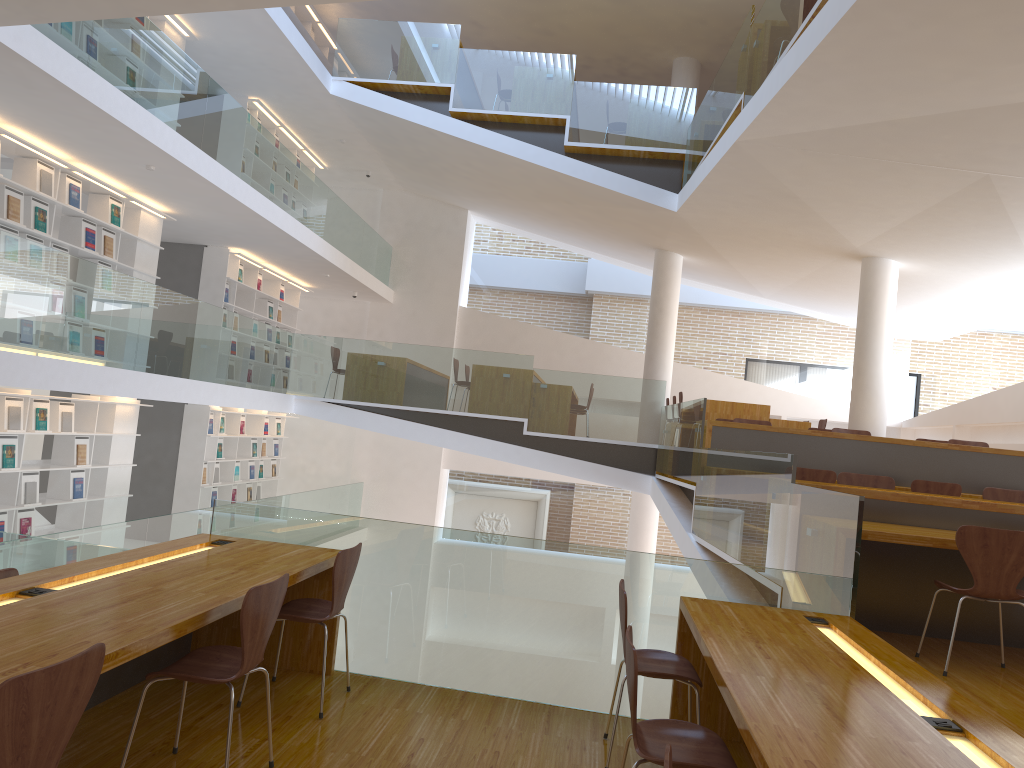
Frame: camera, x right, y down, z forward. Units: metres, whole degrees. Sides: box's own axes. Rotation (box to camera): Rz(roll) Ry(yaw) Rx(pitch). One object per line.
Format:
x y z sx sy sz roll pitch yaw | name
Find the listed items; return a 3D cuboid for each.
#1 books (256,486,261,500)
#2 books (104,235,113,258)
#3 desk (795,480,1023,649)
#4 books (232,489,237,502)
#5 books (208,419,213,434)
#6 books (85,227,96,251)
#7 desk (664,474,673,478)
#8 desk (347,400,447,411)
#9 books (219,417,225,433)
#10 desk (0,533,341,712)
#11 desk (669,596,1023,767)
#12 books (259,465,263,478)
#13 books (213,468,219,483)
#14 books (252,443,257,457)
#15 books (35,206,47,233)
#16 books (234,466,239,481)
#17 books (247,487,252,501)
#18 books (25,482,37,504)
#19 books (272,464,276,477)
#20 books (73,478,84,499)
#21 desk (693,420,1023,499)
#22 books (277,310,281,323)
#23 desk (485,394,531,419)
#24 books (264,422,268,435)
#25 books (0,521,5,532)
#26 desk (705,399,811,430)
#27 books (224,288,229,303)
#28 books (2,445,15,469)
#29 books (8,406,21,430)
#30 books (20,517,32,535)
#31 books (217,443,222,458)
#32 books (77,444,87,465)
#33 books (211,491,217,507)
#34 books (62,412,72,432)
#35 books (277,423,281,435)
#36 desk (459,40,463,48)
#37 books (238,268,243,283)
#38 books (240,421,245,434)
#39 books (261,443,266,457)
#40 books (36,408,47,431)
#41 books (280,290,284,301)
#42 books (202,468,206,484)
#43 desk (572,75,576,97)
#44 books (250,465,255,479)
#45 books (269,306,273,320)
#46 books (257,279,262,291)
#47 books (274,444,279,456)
-3.857 1.662 13.485 0.037 0.210 0.145 6 -3 6 | books
-4.002 -1.355 8.797 0.037 0.210 0.145 6 -3 6 | books
3.214 1.114 4.934 3.243 0.785 1.527 6 -3 6 | desk
-3.949 1.599 12.598 0.037 0.210 0.145 6 -3 6 | books
-3.950 0.562 11.606 0.037 0.210 0.145 6 -3 6 | books
-4.033 -1.379 8.484 0.037 0.210 0.145 6 -3 6 | books
3.449 0.910 9.960 3.356 0.606 0.760 6 -3 6 | desk
-1.554 0.044 12.638 0.760 0.606 3.194 6 -3 6 | desk
-3.914 0.552 11.963 0.037 0.210 0.145 6 -3 6 | books
-1.657 1.121 2.904 1.285 0.918 3.236 6 -3 6 | desk
0.961 1.209 2.446 0.760 0.606 3.185 6 -3 6 | desk
-3.824 1.339 13.503 0.037 0.210 0.145 6 -3 6 | books
-3.981 1.234 11.933 0.037 0.210 0.145 6 -3 6 | books
-3.826 0.982 13.188 0.037 0.210 0.145 6 -3 6 | books
-4.105 -1.425 7.728 0.037 0.210 0.145 6 -3 6 | books
-3.915 1.273 12.616 0.037 0.210 0.145 6 -3 6 | books
-3.890 1.640 13.155 0.037 0.210 0.145 6 -3 6 | books
-4.316 0.986 7.954 0.037 0.210 0.145 6 -3 6 | books
-3.769 1.380 14.054 0.037 0.210 0.145 6 -3 6 | books
-4.243 1.025 8.678 0.037 0.210 0.145 6 -3 6 | books
3.312 0.992 7.923 3.216 1.022 1.248 6 -3 6 | desk
-3.581 -1.033 13.650 0.037 0.210 0.145 6 -3 6 | books
0.253 0.295 12.440 1.248 0.757 3.196 6 -3 6 | desk
-3.759 0.693 13.554 0.037 0.210 0.145 6 -3 6 | books
-4.388 1.280 7.570 0.037 0.210 0.145 6 -3 6 | books
3.083 0.726 12.194 1.247 0.762 3.194 6 -3 6 | desk
-3.773 -1.162 11.694 0.037 0.210 0.145 6 -3 6 | books
-4.317 0.627 7.611 0.037 0.210 0.145 6 -3 6 | books
-4.283 0.300 7.636 0.037 0.210 0.145 6 -3 6 | books
-4.352 1.305 7.935 0.037 0.210 0.145 6 -3 6 | books
-3.945 0.906 11.967 0.037 0.210 0.145 6 -3 6 | books
-4.214 0.698 8.680 0.037 0.210 0.145 6 -3 6 | books
-4.011 1.553 11.940 0.037 0.210 0.145 6 -3 6 | books
-4.210 0.370 8.389 0.037 0.210 0.145 6 -3 6 | books
-3.705 0.722 14.087 0.037 0.210 0.145 6 -3 6 | books
-0.899 -3.980 12.801 0.760 0.606 3.196 6 -3 6 | desk
-3.706 -1.465 12.082 0.037 0.210 0.145 6 -3 6 | books
-3.849 0.633 12.651 0.037 0.210 0.145 6 -3 6 | books
-3.791 1.005 13.536 0.037 0.210 0.145 6 -3 6 | books
-4.246 0.324 8.004 0.037 0.210 0.145 6 -3 6 | books
-3.549 -1.345 13.667 0.037 0.210 0.145 6 -3 6 | books
-4.021 1.198 11.555 0.037 0.210 0.145 6 -3 6 | books
0.537 -3.534 12.628 0.760 0.606 3.196 6 -3 6 | desk
-3.857 1.317 13.170 0.037 0.210 0.145 6 -3 6 | books
-3.616 -1.055 13.302 0.037 0.210 0.145 6 -3 6 | books
-3.639 -1.405 12.765 0.037 0.210 0.145 6 -3 6 | books
-3.737 1.057 14.068 0.037 0.210 0.145 6 -3 6 | books
